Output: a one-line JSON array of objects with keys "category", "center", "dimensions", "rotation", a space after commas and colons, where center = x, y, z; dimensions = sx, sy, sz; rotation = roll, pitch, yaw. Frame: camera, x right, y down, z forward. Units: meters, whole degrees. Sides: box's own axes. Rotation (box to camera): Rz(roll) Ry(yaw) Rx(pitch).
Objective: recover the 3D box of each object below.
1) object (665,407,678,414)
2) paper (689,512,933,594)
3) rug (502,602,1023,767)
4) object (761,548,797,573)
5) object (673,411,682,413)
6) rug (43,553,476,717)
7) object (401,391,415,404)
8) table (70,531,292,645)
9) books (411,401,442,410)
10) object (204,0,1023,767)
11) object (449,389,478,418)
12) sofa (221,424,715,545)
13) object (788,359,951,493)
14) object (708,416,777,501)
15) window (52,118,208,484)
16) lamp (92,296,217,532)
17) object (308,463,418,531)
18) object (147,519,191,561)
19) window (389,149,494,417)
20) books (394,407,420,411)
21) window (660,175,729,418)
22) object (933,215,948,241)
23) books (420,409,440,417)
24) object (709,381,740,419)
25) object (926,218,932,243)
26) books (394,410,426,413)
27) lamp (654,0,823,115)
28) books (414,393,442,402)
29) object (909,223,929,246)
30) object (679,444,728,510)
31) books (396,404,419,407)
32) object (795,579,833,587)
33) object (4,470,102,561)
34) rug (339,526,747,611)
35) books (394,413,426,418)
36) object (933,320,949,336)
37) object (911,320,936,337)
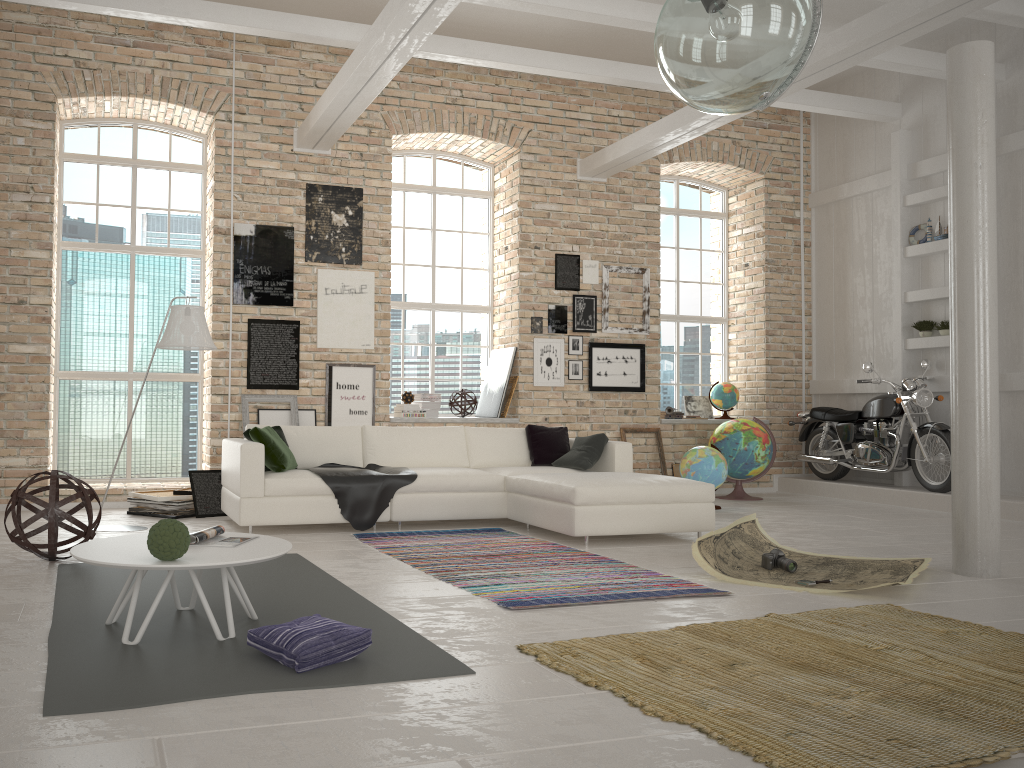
[{"category": "object", "center": [1.851, 0.308, 10.346], "dimensions": [0.099, 0.090, 0.457], "rotation": [0, -2, 17]}, {"category": "paper", "center": [1.804, 0.968, 5.222], "dimensions": [1.130, 0.265, 1.373], "rotation": [-1, -2, 33]}, {"category": "rug", "center": [1.299, 1.032, 3.258], "dimensions": [2.086, 0.021, 1.619], "rotation": [1, -2, -27]}, {"category": "object", "center": [1.579, 1.036, 5.241], "dimensions": [0.142, 0.124, 0.177], "rotation": [1, -2, -22]}, {"category": "object", "center": [1.827, 0.325, 10.318], "dimensions": [0.204, 0.021, 0.166], "rotation": [1, -2, -21]}, {"category": "rug", "center": [-1.390, 1.039, 4.172], "dimensions": [1.371, 0.041, 2.844], "rotation": [1, -2, -25]}, {"category": "object", "center": [-1.084, 0.143, 9.283], "dimensions": [0.145, 0.137, 0.141], "rotation": [0, -2, 5]}, {"category": "table", "center": [-1.386, 0.856, 3.761], "dimensions": [0.899, 0.342, 0.923], "rotation": [1, -2, -8]}, {"category": "books", "center": [-0.932, 0.230, 9.595], "dimensions": [0.225, 0.088, 0.334], "rotation": [1, -2, -28]}, {"category": "object", "center": [1.191, -1.305, 4.470], "dimensions": [9.699, 4.799, 12.383], "rotation": [1, -2, -22]}, {"category": "object", "center": [-0.517, 0.203, 9.415], "dimensions": [0.288, 0.307, 0.324], "rotation": [1, -2, -31]}, {"category": "sofa", "center": [-0.474, 0.754, 6.934], "dimensions": [3.143, 0.842, 2.265], "rotation": [1, -2, -21]}, {"category": "object", "center": [3.784, 0.410, 9.354], "dimensions": [0.771, 1.329, 2.284], "rotation": [1, -2, -29]}, {"category": "object", "center": [2.470, 0.811, 9.649], "dimensions": [0.700, 0.924, 0.610], "rotation": [-1, -2, 43]}, {"category": "window", "center": [-1.337, -0.978, 3.573], "dimensions": [1.365, 3.655, 11.955], "rotation": [1, -2, -25]}, {"category": "lamp", "center": [-2.737, 0.219, 6.805], "dimensions": [1.037, 1.775, 0.435], "rotation": [0, -2, 14]}, {"category": "object", "center": [-1.254, 0.879, 7.050], "dimensions": [0.854, 0.464, 0.812], "rotation": [1, -2, -24]}, {"category": "object", "center": [-1.317, 0.599, 3.423], "dimensions": [0.175, 0.164, 0.150], "rotation": [-1, -2, 44]}, {"category": "window", "center": [1.593, -1.254, 4.572], "dimensions": [1.365, 2.988, 11.955], "rotation": [1, -2, -25]}, {"category": "books", "center": [-1.089, 0.255, 9.223], "dimensions": [0.191, 0.041, 0.206], "rotation": [2, -2, -36]}, {"category": "window", "center": [4.494, -1.198, 5.551], "dimensions": [1.365, 2.988, 11.955], "rotation": [1, -2, -25]}, {"category": "object", "center": [4.326, -1.576, 8.975], "dimensions": [0.063, 0.261, 0.237], "rotation": [1, -2, -11]}, {"category": "books", "center": [-0.933, 0.312, 9.591], "dimensions": [0.230, 0.088, 0.328], "rotation": [1, -2, -18]}, {"category": "object", "center": [2.532, 0.197, 10.612], "dimensions": [0.319, 0.465, 0.341], "rotation": [1, -2, -17]}, {"category": "object", "center": [4.281, -1.574, 9.143], "dimensions": [0.071, 0.267, 0.064], "rotation": [0, -2, 22]}, {"category": "books", "center": [-1.055, 0.286, 9.220], "dimensions": [0.258, 0.024, 0.229], "rotation": [1, -2, -25]}, {"category": "lamp", "center": [0.732, -1.674, 2.960], "dimensions": [0.495, 1.599, 0.509], "rotation": [1, -2, -8]}, {"category": "books", "center": [-0.937, 0.144, 9.588], "dimensions": [0.284, 0.085, 0.244], "rotation": [2, -2, -41]}, {"category": "object", "center": [4.245, -1.552, 9.277], "dimensions": [0.067, 0.229, 0.248], "rotation": [2, -2, -33]}, {"category": "object", "center": [1.861, 0.900, 8.663], "dimensions": [0.468, 0.631, 0.427], "rotation": [0, -2, 19]}, {"category": "books", "center": [-1.083, 0.220, 9.226], "dimensions": [0.173, 0.030, 0.186], "rotation": [2, -2, -33]}, {"category": "object", "center": [1.653, 1.074, 4.831], "dimensions": [0.216, 0.019, 0.102], "rotation": [1, -2, -24]}, {"category": "object", "center": [-2.752, 0.789, 5.357], "dimensions": [0.582, 0.543, 0.501], "rotation": [-1, -2, 44]}, {"category": "rug", "center": [-0.042, 1.096, 5.550], "dimensions": [1.343, 0.008, 2.808], "rotation": [1, -2, -25]}, {"category": "books", "center": [-1.057, 0.322, 9.218], "dimensions": [0.263, 0.048, 0.229], "rotation": [1, -2, -25]}, {"category": "object", "center": [4.349, -0.560, 8.933], "dimensions": [0.219, 0.158, 0.236], "rotation": [1, -2, -30]}, {"category": "object", "center": [4.228, -0.566, 9.146], "dimensions": [0.245, 0.180, 0.236], "rotation": [-1, -2, 39]}]
